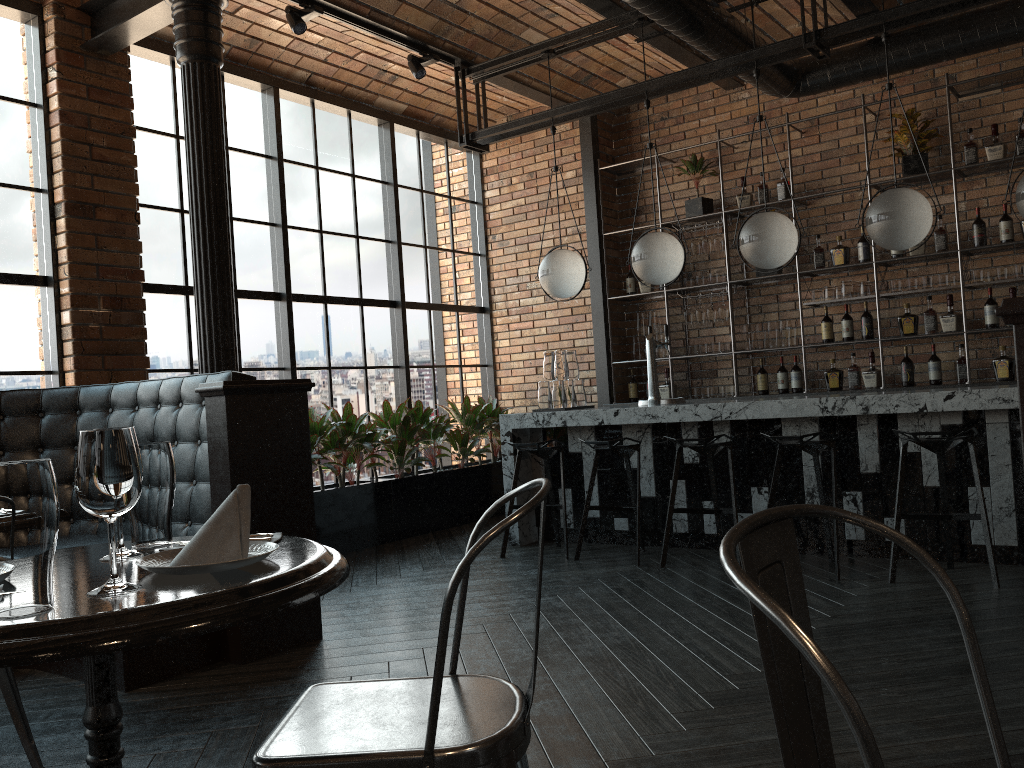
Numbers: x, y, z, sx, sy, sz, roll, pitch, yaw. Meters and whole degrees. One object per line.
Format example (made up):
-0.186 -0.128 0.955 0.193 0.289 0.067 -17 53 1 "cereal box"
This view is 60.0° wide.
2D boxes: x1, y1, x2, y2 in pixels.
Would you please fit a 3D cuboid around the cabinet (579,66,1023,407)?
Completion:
2.147 -0.851 7.022 7.075 3.779 0.564 -4 -1 36 "cabinet"

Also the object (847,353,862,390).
2.608 -0.098 6.757 0.083 0.282 0.083 -4 -1 36 "object"

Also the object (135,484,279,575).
-0.521 0.246 1.516 0.232 0.139 0.232 -4 -1 6 "object"

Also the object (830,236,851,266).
2.515 -1.010 6.794 0.151 0.248 0.094 -5 -1 40 "object"

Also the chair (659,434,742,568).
1.109 0.647 5.043 0.475 0.737 0.414 -4 -1 31 "chair"

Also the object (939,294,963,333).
3.138 -0.502 6.337 0.123 0.279 0.123 -3 -1 -40 "object"

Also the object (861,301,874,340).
2.680 -0.476 6.695 0.086 0.297 0.086 -4 -1 -5 "object"

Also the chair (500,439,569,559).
0.198 0.718 5.714 0.475 0.737 0.414 -4 -1 26 "chair"

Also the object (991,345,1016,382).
3.418 -0.143 6.160 0.094 0.248 0.151 -3 -1 -45 "object"

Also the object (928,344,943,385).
3.065 -0.142 6.429 0.086 0.298 0.086 -4 -1 -5 "object"

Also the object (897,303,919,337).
2.911 -0.468 6.521 0.151 0.248 0.094 -4 -1 25 "object"

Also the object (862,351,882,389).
2.711 -0.104 6.664 0.123 0.279 0.123 -3 -1 -40 "object"

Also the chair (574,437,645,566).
0.657 0.682 5.377 0.475 0.737 0.414 -5 -1 41 "chair"

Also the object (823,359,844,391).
2.485 -0.071 6.847 0.151 0.248 0.094 -4 -1 25 "object"

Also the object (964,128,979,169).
3.234 -1.658 6.246 0.083 0.282 0.083 -4 -1 36 "object"

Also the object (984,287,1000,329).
3.353 -0.529 6.205 0.086 0.298 0.086 -4 -1 -5 "object"

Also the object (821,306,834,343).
2.443 -0.457 6.874 0.086 0.299 0.086 -4 -1 -5 "object"

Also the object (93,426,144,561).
-0.742 0.204 1.670 0.092 0.244 0.092 -4 -1 36 "object"

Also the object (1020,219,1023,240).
3.543 -1.090 6.037 0.094 0.248 0.151 -3 -1 -25 "object"

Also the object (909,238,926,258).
2.946 -1.059 6.460 0.123 0.279 0.123 -4 -1 25 "object"

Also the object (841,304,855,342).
2.575 -0.468 6.808 0.086 0.298 0.086 -4 -1 -5 "object"

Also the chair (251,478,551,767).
-0.180 0.618 1.596 0.558 0.857 0.504 -4 -1 1 "chair"

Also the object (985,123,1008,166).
3.360 -1.666 6.155 0.123 0.279 0.123 -5 -1 40 "object"

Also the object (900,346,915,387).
2.900 -0.129 6.510 0.086 0.297 0.086 -3 -1 -20 "object"

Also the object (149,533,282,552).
-0.584 0.308 1.725 0.255 0.019 0.157 -4 -1 -3 "object"

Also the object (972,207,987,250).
3.283 -1.096 6.233 0.086 0.299 0.086 -4 -1 -5 "object"

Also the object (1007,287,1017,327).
3.455 -0.526 6.104 0.123 0.279 0.123 -4 -1 25 "object"

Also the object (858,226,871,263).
2.660 -1.046 6.704 0.086 0.298 0.086 -4 -1 -5 "object"

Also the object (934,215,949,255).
3.084 -1.072 6.376 0.083 0.282 0.083 -4 -1 36 "object"

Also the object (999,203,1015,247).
3.432 -1.107 6.158 0.086 0.298 0.086 -4 -1 -5 "object"

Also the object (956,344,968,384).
3.208 -0.145 6.315 0.083 0.282 0.083 -4 -1 21 "object"

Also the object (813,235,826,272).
2.385 -1.018 6.890 0.083 0.282 0.083 -4 -1 21 "object"

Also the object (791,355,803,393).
2.254 -0.079 7.026 0.086 0.298 0.086 -4 -1 -5 "object"

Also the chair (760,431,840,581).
1.576 0.611 4.699 0.414 0.737 0.475 -3 -1 -44 "chair"

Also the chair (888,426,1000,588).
2.091 0.571 4.320 0.475 0.737 0.414 -4 -1 31 "chair"

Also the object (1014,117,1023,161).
3.485 -1.678 6.061 0.083 0.282 0.083 -4 -1 21 "object"

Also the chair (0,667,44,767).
-1.707 0.734 2.532 0.558 0.857 0.504 -5 -1 41 "chair"

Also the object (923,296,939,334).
3.035 -0.496 6.430 0.083 0.282 0.083 -4 -1 36 "object"

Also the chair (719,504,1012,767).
0.534 0.559 0.865 0.558 0.857 0.504 -4 -1 36 "chair"

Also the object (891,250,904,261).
2.845 -1.062 6.561 0.086 0.298 0.086 -4 -1 -5 "object"

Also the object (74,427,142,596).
-0.608 0.190 1.342 0.092 0.244 0.092 -4 -1 36 "object"

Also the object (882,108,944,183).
2.934 -1.756 6.509 0.425 0.526 0.430 -4 -1 38 "object"
